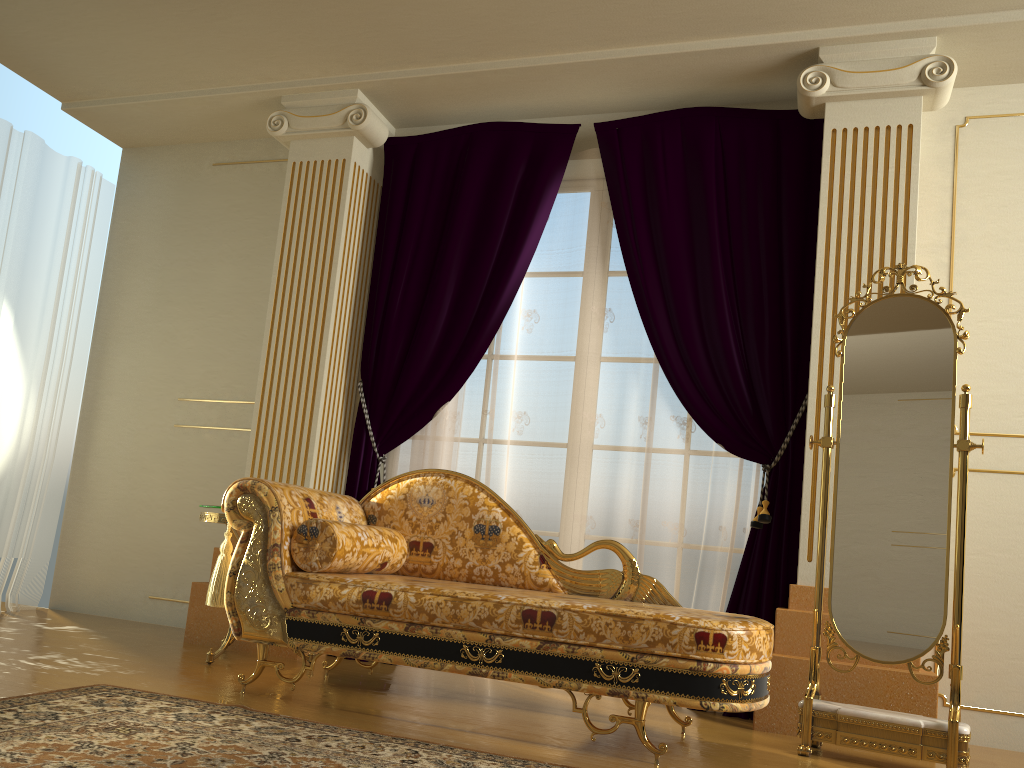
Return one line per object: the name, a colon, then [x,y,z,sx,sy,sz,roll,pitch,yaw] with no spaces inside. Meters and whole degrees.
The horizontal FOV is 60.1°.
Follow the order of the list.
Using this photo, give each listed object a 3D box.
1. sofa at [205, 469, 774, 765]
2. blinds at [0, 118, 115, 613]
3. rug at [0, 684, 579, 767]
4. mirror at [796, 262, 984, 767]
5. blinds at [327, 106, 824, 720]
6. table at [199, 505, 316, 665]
sofa: [-0.072,0.708,3.064,1.891,0.863,0.701,2,-9,19]
blinds: [-2.789,-0.188,4.079,0.164,2.482,2.190,3,-9,22]
rug: [-0.829,0.686,1.125,2.115,0.017,3.114,2,-12,19]
mirror: [1.273,0.406,2.974,0.541,1.684,0.245,2,-8,29]
blinds: [0.258,0.046,4.098,2.233,2.628,0.342,3,-8,20]
table: [-1.096,0.873,3.822,0.574,0.637,0.574,10,-10,-25]
